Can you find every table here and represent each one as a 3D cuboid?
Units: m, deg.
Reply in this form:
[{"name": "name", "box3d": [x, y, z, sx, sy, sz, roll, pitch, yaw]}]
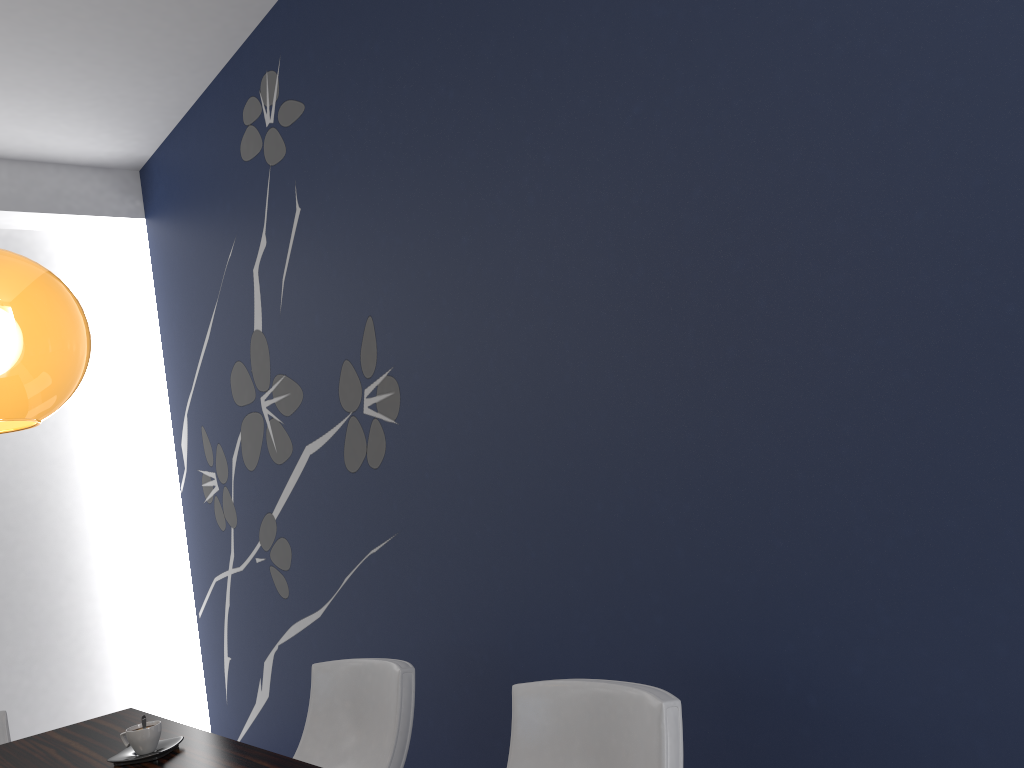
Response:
[{"name": "table", "box3d": [-0.954, 1.267, 1.669, 1.127, 0.783, 2.046, -5, -8, -40]}]

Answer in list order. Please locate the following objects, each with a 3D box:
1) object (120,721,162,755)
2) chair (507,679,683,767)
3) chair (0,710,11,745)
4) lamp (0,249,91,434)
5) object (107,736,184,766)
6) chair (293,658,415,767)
[{"name": "object", "box3d": [-0.911, 0.875, 2.177, 0.101, 0.064, 0.081, -8, -6, -15]}, {"name": "chair", "box3d": [0.076, 1.099, 1.839, 0.620, 0.805, 0.508, -5, -8, -40]}, {"name": "chair", "box3d": [-1.777, 1.511, 2.758, 0.508, 0.805, 0.620, -5, -8, -40]}, {"name": "lamp", "box3d": [-1.045, -0.891, 1.579, 0.358, 1.974, 0.359, -5, -7, -35]}, {"name": "object", "box3d": [-0.897, 0.904, 2.177, 0.154, 0.020, 0.154, -10, -6, 5]}, {"name": "chair", "box3d": [-0.569, 1.293, 2.631, 0.620, 0.805, 0.508, -4, -8, -45]}]
